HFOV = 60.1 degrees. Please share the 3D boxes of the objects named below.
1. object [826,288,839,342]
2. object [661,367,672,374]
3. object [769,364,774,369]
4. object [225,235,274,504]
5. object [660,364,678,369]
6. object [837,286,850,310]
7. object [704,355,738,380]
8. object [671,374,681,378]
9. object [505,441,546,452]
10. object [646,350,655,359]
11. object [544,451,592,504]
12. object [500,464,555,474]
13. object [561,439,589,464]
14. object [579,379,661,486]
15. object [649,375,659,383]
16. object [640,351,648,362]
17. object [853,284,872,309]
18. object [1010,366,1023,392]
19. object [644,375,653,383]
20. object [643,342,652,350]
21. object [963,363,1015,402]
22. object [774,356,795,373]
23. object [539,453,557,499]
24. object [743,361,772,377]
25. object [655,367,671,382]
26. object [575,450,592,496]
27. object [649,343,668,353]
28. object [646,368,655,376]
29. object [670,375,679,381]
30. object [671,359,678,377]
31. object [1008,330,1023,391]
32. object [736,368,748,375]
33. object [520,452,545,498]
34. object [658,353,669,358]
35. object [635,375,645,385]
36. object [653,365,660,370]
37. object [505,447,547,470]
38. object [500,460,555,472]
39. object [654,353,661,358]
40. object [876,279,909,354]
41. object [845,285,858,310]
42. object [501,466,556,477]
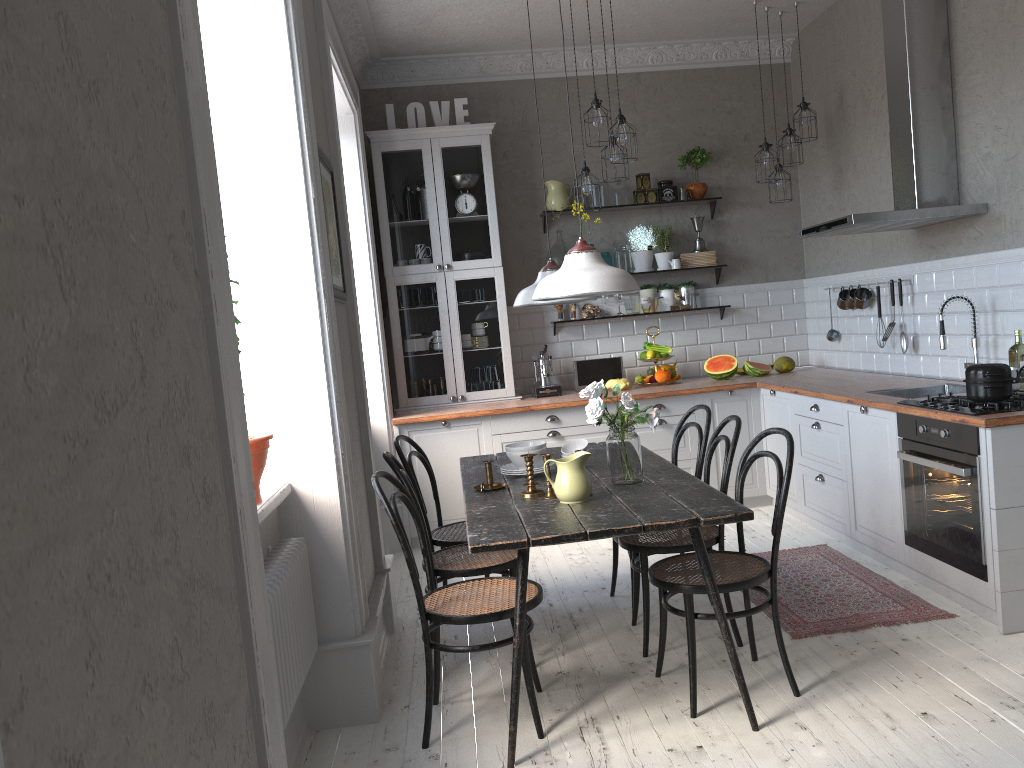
[{"bbox_3d":[2.230,-0.484,6.186,0.077,0.379,0.082,-6,4,-5],"label":"object"},{"bbox_3d":[1.097,-0.081,6.330,0.087,0.078,0.089,-4,4,21],"label":"object"},{"bbox_3d":[1.825,-0.106,6.416,0.204,0.073,0.117,-9,5,-42],"label":"object"},{"bbox_3d":[-0.900,-0.118,2.697,0.265,0.992,0.275,-3,5,34],"label":"object"},{"bbox_3d":[1.134,-0.118,6.404,0.128,0.056,0.059,-6,4,-13],"label":"object"},{"bbox_3d":[2.233,-0.575,5.920,0.108,0.161,0.137,-5,4,7],"label":"object"},{"bbox_3d":[1.475,-0.113,6.250,0.233,0.174,0.220,-4,4,16],"label":"object"},{"bbox_3d":[1.124,-0.055,6.449,0.213,0.044,0.055,-3,5,33],"label":"object"},{"bbox_3d":[0.063,0.306,3.820,0.181,0.094,0.177,-6,4,-14],"label":"object"},{"bbox_3d":[0.985,-0.209,6.289,0.059,0.069,0.079,-4,4,15],"label":"object"},{"bbox_3d":[0.212,0.337,3.180,0.153,0.170,0.133,-9,5,-44],"label":"object"},{"bbox_3d":[0.070,0.370,3.825,0.242,0.027,0.232,-8,5,-37],"label":"object"},{"bbox_3d":[0.279,0.309,3.888,0.124,0.119,0.128,-5,4,11],"label":"object"},{"bbox_3d":[0.423,0.179,3.399,0.313,0.414,0.250,-6,4,-7],"label":"object"},{"bbox_3d":[0.989,-0.027,6.369,0.071,0.076,0.225,-7,4,-22],"label":"object"},{"bbox_3d":[0.966,-0.196,6.362,0.097,0.078,0.100,-7,4,-18],"label":"object"},{"bbox_3d":[2.243,-0.559,5.665,0.107,0.161,0.138,-5,4,12],"label":"object"},{"bbox_3d":[2.206,-0.039,3.889,0.298,0.134,0.178,-3,4,29],"label":"object"},{"bbox_3d":[0.975,-0.033,6.351,0.084,0.057,0.089,-3,4,27],"label":"object"},{"bbox_3d":[0.972,-0.276,6.331,0.074,0.058,0.050,-8,4,-28],"label":"object"},{"bbox_3d":[1.955,-0.006,3.633,0.193,0.147,0.189,-7,4,-25],"label":"object"},{"bbox_3d":[1.962,-0.140,6.380,0.208,0.119,0.129,-9,5,-42],"label":"object"},{"bbox_3d":[0.135,0.336,3.290,0.061,0.172,0.062,-4,4,16],"label":"object"},{"bbox_3d":[1.738,-0.113,6.230,0.228,0.127,0.146,-7,4,-23],"label":"object"},{"bbox_3d":[1.063,-0.062,6.252,0.115,0.111,0.109,-8,5,-38],"label":"object"},{"bbox_3d":[0.260,0.328,3.268,0.059,0.167,0.059,-5,4,8],"label":"object"},{"bbox_3d":[1.064,-0.258,6.407,0.179,0.096,0.089,-4,4,14],"label":"object"},{"bbox_3d":[1.024,-0.081,6.443,0.078,0.076,0.156,-4,4,22],"label":"object"},{"bbox_3d":[1.151,-0.040,6.330,0.088,0.051,0.069,-2,5,42],"label":"object"},{"bbox_3d":[1.162,-0.114,6.400,0.060,0.120,0.127,-4,4,19],"label":"object"},{"bbox_3d":[2.380,-0.112,4.125,0.090,0.282,0.081,-6,4,-5],"label":"object"},{"bbox_3d":[1.700,-0.097,6.499,0.199,0.067,0.103,-5,4,1],"label":"object"},{"bbox_3d":[0.069,0.338,3.355,0.097,0.172,0.094,-7,4,-24],"label":"object"},{"bbox_3d":[1.080,-0.198,6.350,0.077,0.062,0.098,-8,5,-32],"label":"object"},{"bbox_3d":[0.932,-0.035,6.382,0.075,0.072,0.154,-4,4,25],"label":"object"},{"bbox_3d":[1.055,-0.095,6.439,0.086,0.093,0.086,-6,4,-9],"label":"object"},{"bbox_3d":[0.065,0.326,3.822,0.181,0.094,0.177,-6,4,-14],"label":"object"},{"bbox_3d":[0.069,0.362,3.824,0.234,0.027,0.240,-4,4,18],"label":"object"},{"bbox_3d":[1.027,-0.192,6.310,0.064,0.061,0.066,-6,4,-5],"label":"object"},{"bbox_3d":[2.260,-0.402,5.306,0.081,0.443,0.327,-6,4,-4],"label":"object"},{"bbox_3d":[2.243,-0.568,5.792,0.109,0.161,0.136,-6,4,-3],"label":"object"},{"bbox_3d":[0.071,0.379,3.826,0.235,0.027,0.239,-5,4,13],"label":"object"}]
